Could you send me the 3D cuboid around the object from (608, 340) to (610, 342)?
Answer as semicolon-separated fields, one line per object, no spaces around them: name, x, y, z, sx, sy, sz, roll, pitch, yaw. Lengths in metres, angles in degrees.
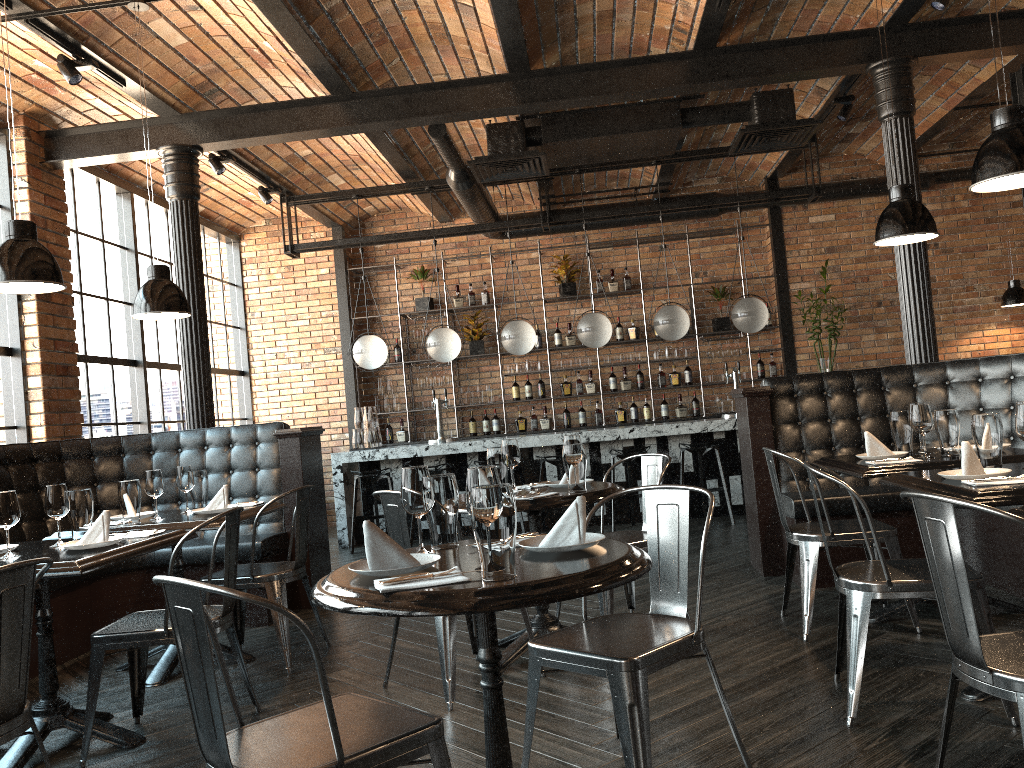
object;1.080;-0.618;10.273;0.086;0.299;0.086;-4;-2;-36

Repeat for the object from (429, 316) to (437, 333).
object;-0.926;-0.673;10.368;0.092;0.244;0.092;-5;-2;11

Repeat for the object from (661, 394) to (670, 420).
object;1.755;0.258;10.192;0.086;0.298;0.086;-4;-2;-36

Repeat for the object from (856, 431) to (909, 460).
object;1.750;0.288;4.208;0.232;0.139;0.232;-4;-2;-36

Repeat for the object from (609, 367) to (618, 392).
object;1.169;-0.053;10.255;0.086;0.298;0.086;-4;-2;-36

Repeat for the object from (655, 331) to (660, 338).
object;1.684;-0.672;10.221;0.086;0.299;0.086;-4;-2;-36

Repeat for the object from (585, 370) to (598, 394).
object;0.916;-0.020;10.257;0.123;0.279;0.123;-6;-2;19

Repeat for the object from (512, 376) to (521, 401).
object;0.046;0.052;10.356;0.086;0.299;0.086;-4;-2;-36

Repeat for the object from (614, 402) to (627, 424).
object;1.256;0.330;10.229;0.151;0.248;0.094;-6;-2;14

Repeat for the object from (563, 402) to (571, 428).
object;0.632;0.361;10.262;0.086;0.297;0.086;-7;-2;39

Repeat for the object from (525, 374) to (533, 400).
object;0.193;0.038;10.368;0.086;0.298;0.086;-4;-2;-36

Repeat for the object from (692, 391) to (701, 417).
object;2.102;0.225;10.156;0.086;0.299;0.086;-4;-2;-36

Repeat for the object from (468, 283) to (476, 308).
object;-0.477;-1.041;10.427;0.083;0.282;0.083;-5;-2;-10

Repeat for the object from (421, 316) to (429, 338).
object;-1.024;-0.664;10.377;0.092;0.244;0.092;-5;-2;11

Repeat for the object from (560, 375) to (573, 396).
object;0.629;0.023;10.296;0.151;0.248;0.094;-5;-2;-6

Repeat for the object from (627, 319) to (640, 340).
object;1.404;-0.621;10.239;0.151;0.248;0.094;-6;-2;34

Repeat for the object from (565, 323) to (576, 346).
object;0.676;-0.570;10.293;0.123;0.279;0.123;-5;-2;-6

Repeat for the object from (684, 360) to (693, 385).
object;2.023;-0.130;10.183;0.086;0.298;0.086;-4;-2;-36

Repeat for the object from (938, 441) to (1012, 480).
object;1.614;0.264;3.105;0.232;0.139;0.232;-5;-2;-10

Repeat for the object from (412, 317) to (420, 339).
object;-1.133;-0.654;10.387;0.092;0.244;0.092;-5;-2;11

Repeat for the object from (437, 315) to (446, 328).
object;-0.823;-0.683;10.358;0.092;0.244;0.092;-5;-2;11

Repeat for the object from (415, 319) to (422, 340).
object;-1.117;-0.650;10.551;0.092;0.244;0.092;-5;-2;11

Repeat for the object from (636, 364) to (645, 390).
object;1.476;-0.082;10.223;0.086;0.299;0.086;-4;-2;-36

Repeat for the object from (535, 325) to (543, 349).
object;0.305;-0.545;10.355;0.086;0.298;0.086;-4;-2;-36

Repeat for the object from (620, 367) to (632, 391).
object;1.308;-0.056;10.221;0.123;0.279;0.123;-5;-2;-6

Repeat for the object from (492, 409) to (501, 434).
object;-0.185;0.437;10.370;0.086;0.298;0.086;-4;-2;-36

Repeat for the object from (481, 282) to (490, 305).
object;-0.312;-1.057;10.412;0.083;0.282;0.083;-6;-2;20

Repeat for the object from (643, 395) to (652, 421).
object;1.552;0.278;10.203;0.080;0.299;0.080;-5;-2;8

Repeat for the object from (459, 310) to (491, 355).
object;-0.418;-0.593;10.382;0.430;0.526;0.425;-6;-2;17

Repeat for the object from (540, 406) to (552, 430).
object;0.393;0.393;10.296;0.123;0.279;0.123;-6;-2;19

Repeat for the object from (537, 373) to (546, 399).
object;0.340;0.024;10.327;0.086;0.297;0.086;-4;-2;-36

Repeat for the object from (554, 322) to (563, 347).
object;0.537;-0.567;10.327;0.086;0.298;0.086;-4;-2;-36

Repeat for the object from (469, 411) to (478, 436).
object;-0.459;0.463;10.394;0.086;0.299;0.086;-4;-2;-36

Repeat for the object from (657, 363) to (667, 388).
object;1.717;-0.095;10.197;0.083;0.282;0.083;-5;-2;-10

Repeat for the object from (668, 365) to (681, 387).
object;1.870;-0.091;10.182;0.151;0.248;0.094;-6;-2;14

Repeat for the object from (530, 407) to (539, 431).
object;0.256;0.404;10.322;0.083;0.282;0.083;-5;-2;5

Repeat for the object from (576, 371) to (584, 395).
object;0.780;-0.009;10.283;0.083;0.282;0.083;-5;-2;5

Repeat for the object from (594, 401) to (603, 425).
object;0.996;0.336;10.254;0.083;0.282;0.083;-5;-2;-10

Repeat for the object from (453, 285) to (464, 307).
object;-0.633;-1.025;10.442;0.123;0.279;0.123;-5;-2;-6

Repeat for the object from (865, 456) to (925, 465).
object;1.720;0.337;3.951;0.255;0.019;0.157;-5;-2;6

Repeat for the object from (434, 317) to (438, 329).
object;-0.910;-0.669;10.532;0.092;0.244;0.092;-5;-2;11

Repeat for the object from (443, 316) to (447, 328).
object;-0.807;-0.679;10.523;0.092;0.244;0.092;-5;-2;11

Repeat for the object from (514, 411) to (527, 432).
object;0.105;0.436;10.335;0.151;0.248;0.094;-5;-2;-6

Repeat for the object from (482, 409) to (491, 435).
object;-0.301;0.448;10.404;0.086;0.298;0.086;-4;-2;-36

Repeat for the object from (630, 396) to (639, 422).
object;1.408;0.291;10.230;0.086;0.298;0.086;-4;-2;-36

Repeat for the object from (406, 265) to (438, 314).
object;-1.051;-1.123;10.509;0.377;0.554;0.422;-5;-2;-7

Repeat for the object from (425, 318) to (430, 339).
object;-1.008;-0.660;10.541;0.092;0.244;0.092;-5;-2;11

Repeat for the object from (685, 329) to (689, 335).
object;1.978;-0.700;10.191;0.086;0.297;0.086;-4;-2;-36

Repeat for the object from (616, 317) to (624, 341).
object;1.246;-0.632;10.286;0.086;0.298;0.086;-4;-2;-36

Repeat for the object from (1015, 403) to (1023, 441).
object;1.769;0.188;3.018;0.092;0.244;0.092;-4;-2;-34

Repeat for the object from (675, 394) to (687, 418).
object;1.933;0.252;10.155;0.123;0.279;0.123;-5;-2;-6
